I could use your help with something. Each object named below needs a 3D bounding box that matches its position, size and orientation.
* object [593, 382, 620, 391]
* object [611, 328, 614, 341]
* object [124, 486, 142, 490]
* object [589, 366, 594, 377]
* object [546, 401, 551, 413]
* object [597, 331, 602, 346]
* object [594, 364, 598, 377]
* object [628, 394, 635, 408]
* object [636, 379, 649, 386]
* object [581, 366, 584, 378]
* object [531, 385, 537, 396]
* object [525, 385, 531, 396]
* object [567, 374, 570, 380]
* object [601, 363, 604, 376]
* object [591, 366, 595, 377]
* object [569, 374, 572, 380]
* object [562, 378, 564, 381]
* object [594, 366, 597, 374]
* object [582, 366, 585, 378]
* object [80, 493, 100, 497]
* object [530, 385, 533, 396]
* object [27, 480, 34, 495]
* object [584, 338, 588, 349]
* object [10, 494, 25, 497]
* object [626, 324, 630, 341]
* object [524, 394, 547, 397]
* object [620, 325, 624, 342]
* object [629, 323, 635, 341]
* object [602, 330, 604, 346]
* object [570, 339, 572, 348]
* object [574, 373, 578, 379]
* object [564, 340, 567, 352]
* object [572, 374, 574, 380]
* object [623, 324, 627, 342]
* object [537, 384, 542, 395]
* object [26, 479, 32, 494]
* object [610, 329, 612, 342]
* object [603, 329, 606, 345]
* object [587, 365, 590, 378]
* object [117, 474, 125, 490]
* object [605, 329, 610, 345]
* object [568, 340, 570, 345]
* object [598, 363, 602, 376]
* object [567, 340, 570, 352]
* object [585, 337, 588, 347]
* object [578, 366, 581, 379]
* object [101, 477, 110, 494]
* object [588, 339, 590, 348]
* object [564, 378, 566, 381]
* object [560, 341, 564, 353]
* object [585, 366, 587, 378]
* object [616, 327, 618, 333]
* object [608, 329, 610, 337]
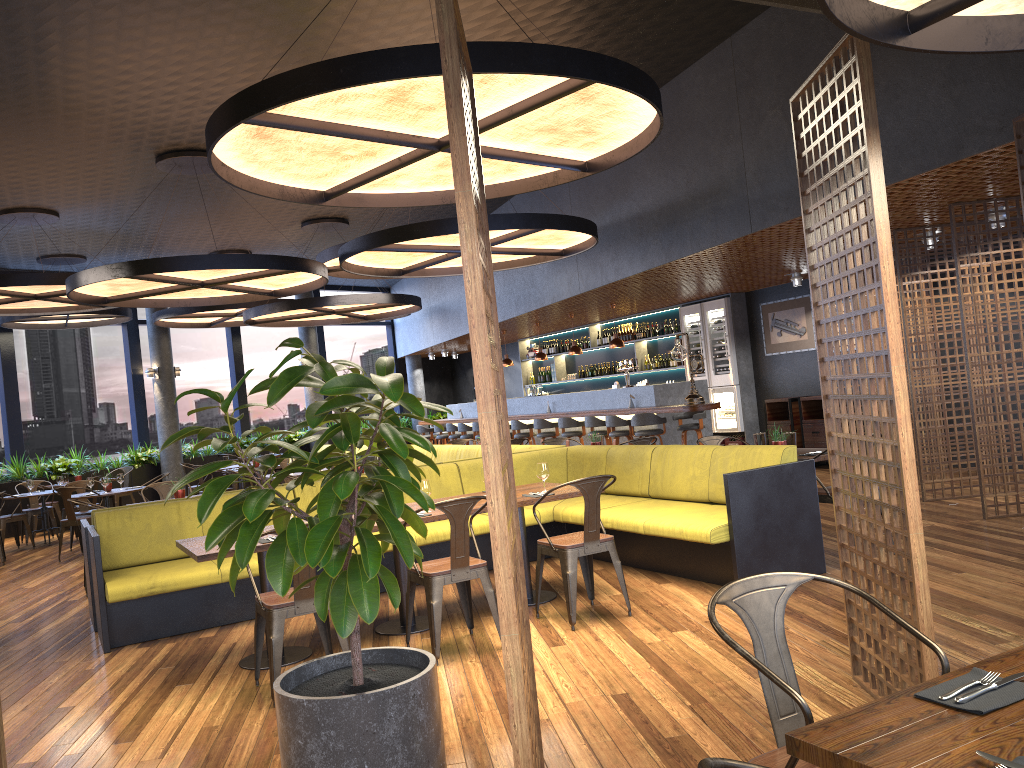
[{"bbox_3d":[1.426,0.041,14.103,0.200,0.106,0.766,-6,-1,-28],"label":"object"},{"bbox_3d":[1.930,-0.917,16.917,0.085,0.310,0.086,-6,-1,5],"label":"object"},{"bbox_3d":[-5.005,1.368,11.677,0.255,0.019,0.157,-6,-1,-30],"label":"object"},{"bbox_3d":[1.579,-0.244,17.740,0.088,0.224,0.088,-6,-1,-14],"label":"object"},{"bbox_3d":[0.630,0.391,15.198,0.069,0.203,0.114,-5,-1,-39],"label":"object"},{"bbox_3d":[1.701,-0.888,17.341,0.085,0.310,0.086,-6,-1,-1],"label":"object"},{"bbox_3d":[1.664,-0.270,17.588,0.063,0.254,0.063,-6,-1,-10],"label":"object"},{"bbox_3d":[1.763,0.246,13.079,0.114,0.203,0.069,-6,-1,6],"label":"object"},{"bbox_3d":[1.923,-0.016,13.125,0.177,0.091,0.091,-7,-1,37],"label":"object"},{"bbox_3d":[1.422,-0.240,17.988,0.063,0.254,0.063,-5,-1,-41],"label":"object"},{"bbox_3d":[0.404,0.121,16.003,0.105,0.209,0.105,-6,-1,7],"label":"object"},{"bbox_3d":[0.291,0.135,16.224,0.105,0.209,0.105,-6,-1,7],"label":"object"},{"bbox_3d":[1.192,-0.143,18.516,0.084,0.119,0.084,-6,-1,17],"label":"object"},{"bbox_3d":[1.783,-0.284,17.522,0.063,0.254,0.063,-6,-1,34],"label":"object"},{"bbox_3d":[1.625,-0.248,17.845,0.088,0.224,0.088,-6,-1,26],"label":"object"},{"bbox_3d":[1.232,-0.148,18.441,0.084,0.119,0.084,-6,-1,17],"label":"object"},{"bbox_3d":[1.074,-0.099,18.627,0.042,0.059,0.042,-6,-1,24],"label":"object"},{"bbox_3d":[1.691,-0.256,17.769,0.088,0.224,0.088,-6,-1,36],"label":"object"},{"bbox_3d":[1.456,-0.242,18.133,0.063,0.254,0.063,-5,-1,-36],"label":"object"},{"bbox_3d":[-5.327,1.396,11.218,0.157,0.019,0.255,-6,-1,14],"label":"object"},{"bbox_3d":[0.390,0.124,16.141,0.105,0.209,0.105,-6,-1,7],"label":"object"},{"bbox_3d":[-6.896,1.484,12.707,0.097,0.206,0.097,-6,-1,30],"label":"object"},{"bbox_3d":[1.468,-0.812,17.728,0.068,0.217,0.068,-5,-1,-43],"label":"object"},{"bbox_3d":[-7.059,1.595,12.699,0.157,0.019,0.255,-7,-1,39],"label":"object"},{"bbox_3d":[2.159,-0.958,16.452,0.084,0.330,0.084,-6,-1,-21],"label":"object"},{"bbox_3d":[0.426,0.216,16.148,0.273,0.019,0.437,-6,-1,-28],"label":"object"},{"bbox_3d":[2.072,-0.946,16.627,0.084,0.330,0.084,-6,-1,-21],"label":"object"},{"bbox_3d":[2.206,-0.964,16.369,0.084,0.330,0.084,-6,-1,-21],"label":"object"},{"bbox_3d":[1.797,-0.898,17.360,0.085,0.310,0.086,-6,-1,-14],"label":"object"},{"bbox_3d":[1.242,-0.797,18.412,0.063,0.254,0.063,-6,-1,10],"label":"object"},{"bbox_3d":[1.314,-0.158,18.288,0.084,0.119,0.084,-6,-1,17],"label":"object"},{"bbox_3d":[1.121,-0.784,18.448,0.063,0.254,0.063,-6,-1,34],"label":"object"},{"bbox_3d":[1.273,-0.153,18.365,0.084,0.119,0.084,-6,-1,17],"label":"object"},{"bbox_3d":[2.115,-0.952,16.544,0.084,0.330,0.084,-6,-1,-21],"label":"object"},{"bbox_3d":[0.501,0.111,16.064,0.105,0.209,0.105,-6,-1,7],"label":"object"},{"bbox_3d":[-7.106,1.511,13.066,0.097,0.206,0.097,-5,-1,-41],"label":"object"},{"bbox_3d":[1.933,-0.915,17.107,0.085,0.310,0.086,-6,-1,-17],"label":"object"},{"bbox_3d":[1.796,-0.900,17.170,0.085,0.310,0.086,-6,-1,5],"label":"object"},{"bbox_3d":[1.537,-0.253,17.895,0.063,0.254,0.063,-6,-1,0],"label":"object"},{"bbox_3d":[-5.178,1.293,11.736,0.097,0.206,0.097,-6,-1,34],"label":"object"},{"bbox_3d":[1.837,-0.905,17.087,0.085,0.310,0.086,-6,-1,-1],"label":"object"},{"bbox_3d":[1.188,-0.791,18.497,0.063,0.254,0.063,-6,-1,34],"label":"object"},{"bbox_3d":[1.722,-0.278,17.463,0.063,0.254,0.063,-6,-1,14],"label":"object"},{"bbox_3d":[1.162,-0.790,18.330,0.063,0.254,0.063,-6,-1,-10],"label":"object"},{"bbox_3d":[1.502,-0.831,17.920,0.063,0.254,0.063,-6,-1,0],"label":"object"},{"bbox_3d":[1.375,-0.234,18.077,0.063,0.254,0.063,-6,-1,34],"label":"object"},{"bbox_3d":[-5.182,1.287,11.297,0.097,0.206,0.097,-6,-1,-21],"label":"object"},{"bbox_3d":[1.561,-0.826,17.612,0.088,0.224,0.088,-6,-1,-14],"label":"object"},{"bbox_3d":[1.118,-0.103,18.624,0.042,0.059,0.042,-6,-1,24],"label":"object"},{"bbox_3d":[1.042,-0.775,18.536,0.063,0.254,0.063,-7,-1,44],"label":"object"},{"bbox_3d":[1.514,-0.249,18.024,0.063,0.254,0.063,-6,-1,19],"label":"object"},{"bbox_3d":[2.025,-0.927,16.941,0.085,0.310,0.086,-6,-1,13],"label":"object"},{"bbox_3d":[1.890,-0.910,17.194,0.085,0.310,0.086,-6,-1,13],"label":"object"}]
